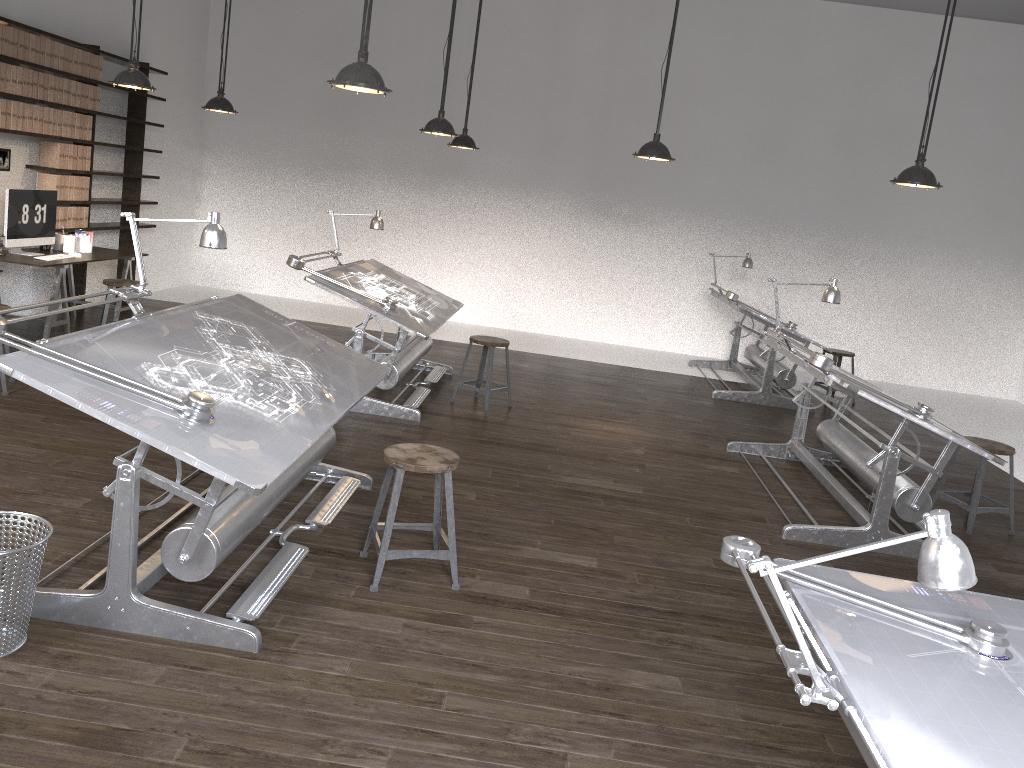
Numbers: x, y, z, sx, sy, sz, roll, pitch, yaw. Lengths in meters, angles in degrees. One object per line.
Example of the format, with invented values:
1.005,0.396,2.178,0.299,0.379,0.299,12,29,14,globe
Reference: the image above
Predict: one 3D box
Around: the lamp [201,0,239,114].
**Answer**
-2.394,-3.466,7.531,0.314,2.235,0.312,12,10,27,lamp

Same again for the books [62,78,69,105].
-3.917,-2.519,7.608,0.174,0.224,0.067,8,9,3,books

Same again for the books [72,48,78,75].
-3.876,-2.813,7.692,0.174,0.224,0.067,8,9,2,books

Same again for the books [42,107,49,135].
-3.970,-2.205,7.384,0.174,0.224,0.067,8,9,3,books

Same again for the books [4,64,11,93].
-3.974,-2.366,6.836,0.174,0.224,0.067,8,9,3,books

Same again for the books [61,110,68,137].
-3.953,-2.260,7.663,0.174,0.224,0.067,8,9,3,books

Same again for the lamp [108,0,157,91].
-2.494,-3.161,5.996,0.314,2.235,0.312,12,10,27,lamp

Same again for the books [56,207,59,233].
-4.069,-1.448,7.753,0.174,0.224,0.067,8,9,3,books

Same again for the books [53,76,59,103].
-3.932,-2.492,7.472,0.174,0.224,0.067,8,9,2,books

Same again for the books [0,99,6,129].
-4.007,-2.094,6.829,0.174,0.224,0.067,8,9,3,books

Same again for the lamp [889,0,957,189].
2.679,-2.338,5.382,0.312,2.235,0.313,5,9,-18,lamp

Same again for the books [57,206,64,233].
-4.059,-1.460,7.819,0.174,0.224,0.067,8,9,2,books

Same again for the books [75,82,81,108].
-3.905,-2.559,7.808,0.174,0.224,0.067,8,9,3,books

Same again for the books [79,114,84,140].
-3.940,-2.314,7.930,0.174,0.224,0.067,8,9,2,books

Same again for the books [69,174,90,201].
-4.002,-1.809,8.171,0.174,0.224,0.067,8,9,3,books

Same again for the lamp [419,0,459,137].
-0.411,-3.012,6.628,0.314,2.235,0.312,12,10,27,lamp

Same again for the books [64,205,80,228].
-4.047,-1.513,8.082,0.174,0.224,0.067,8,9,3,books

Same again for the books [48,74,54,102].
-3.932,-2.478,7.402,0.174,0.224,0.067,8,9,3,books

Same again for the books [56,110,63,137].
-3.961,-2.247,7.594,0.174,0.224,0.067,8,9,2,books

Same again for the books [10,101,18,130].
-3.997,-2.122,6.967,0.174,0.224,0.067,8,9,2,books

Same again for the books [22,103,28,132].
-3.995,-2.151,7.108,0.174,0.224,0.067,8,9,3,books

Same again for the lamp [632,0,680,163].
1.158,-2.695,6.149,0.314,2.248,0.312,12,10,27,lamp

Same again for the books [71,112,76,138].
-3.948,-2.287,7.797,0.174,0.224,0.067,8,9,2,books

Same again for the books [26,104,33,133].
-3.988,-2.164,7.177,0.174,0.224,0.067,8,9,3,books

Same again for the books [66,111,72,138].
-3.950,-2.275,7.735,0.174,0.224,0.067,8,9,2,books

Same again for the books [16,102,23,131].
-3.995,-2.136,7.039,0.174,0.224,0.067,8,9,2,books

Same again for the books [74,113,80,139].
-3.939,-2.300,7.863,0.174,0.224,0.067,8,9,3,books

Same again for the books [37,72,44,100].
-3.941,-2.449,7.258,0.174,0.224,0.067,8,9,2,books

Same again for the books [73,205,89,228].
-4.033,-1.539,8.215,0.174,0.224,0.067,8,9,3,books

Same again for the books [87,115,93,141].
-3.927,-2.341,8.069,0.174,0.224,0.067,8,9,3,books

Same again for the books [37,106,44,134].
-3.974,-2.190,7.313,0.174,0.224,0.067,8,9,2,books

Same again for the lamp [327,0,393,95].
-0.579,-2.500,4.057,0.314,2.235,0.312,11,10,22,lamp

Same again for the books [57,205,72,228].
-4.054,-1.486,7.947,0.174,0.224,0.067,8,9,3,books

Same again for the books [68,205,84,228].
-4.044,-1.527,8.151,0.174,0.224,0.067,8,9,3,books

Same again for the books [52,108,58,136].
-3.968,-2.234,7.525,0.174,0.224,0.067,8,9,2,books

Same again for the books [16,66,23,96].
-3.958,-2.393,6.976,0.174,0.224,0.067,8,9,2,books

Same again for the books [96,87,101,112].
-3.885,-2.625,8.143,0.174,0.224,0.067,8,9,3,books

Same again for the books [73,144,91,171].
-3.965,-2.074,8.122,0.174,0.224,0.067,8,9,3,books

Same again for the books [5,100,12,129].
-4.008,-2.110,6.903,0.174,0.224,0.067,8,9,2,books

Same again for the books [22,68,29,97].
-3.953,-2.407,7.047,0.174,0.224,0.067,8,9,3,books

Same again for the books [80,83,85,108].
-3.905,-2.573,7.878,0.174,0.224,0.067,8,9,2,books

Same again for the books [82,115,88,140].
-3.936,-2.328,8.000,0.174,0.224,0.067,8,9,2,books

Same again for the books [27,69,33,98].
-3.954,-2.420,7.110,0.174,0.224,0.067,8,9,2,books

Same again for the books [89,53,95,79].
-3.859,-2.869,7.971,0.174,0.224,0.067,8,9,2,books

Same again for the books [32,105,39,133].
-3.983,-2.179,7.251,0.174,0.224,0.067,8,9,3,books

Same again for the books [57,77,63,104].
-3.927,-2.506,7.542,0.174,0.224,0.067,8,9,2,books

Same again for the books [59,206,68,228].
-4.059,-1.474,7.885,0.174,0.224,0.067,8,9,3,books

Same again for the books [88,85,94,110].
-3.891,-2.600,8.015,0.174,0.224,0.067,8,9,2,books

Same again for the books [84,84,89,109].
-3.902,-2.587,7.947,0.174,0.224,0.067,8,9,2,books

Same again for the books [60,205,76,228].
-4.048,-1.499,8.013,0.174,0.224,0.067,8,9,2,books

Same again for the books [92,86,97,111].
-3.891,-2.613,8.081,0.174,0.224,0.067,8,9,3,books

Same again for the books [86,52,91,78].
-3.863,-2.854,7.897,0.174,0.224,0.067,8,9,2,books

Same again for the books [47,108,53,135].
-3.968,-2.219,7.456,0.174,0.224,0.067,8,9,3,books

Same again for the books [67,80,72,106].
-3.917,-2.532,7.675,0.174,0.224,0.067,8,9,2,books

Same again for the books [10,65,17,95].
-3.966,-2.379,6.904,0.174,0.224,0.067,8,9,2,books

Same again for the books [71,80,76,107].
-3.912,-2.544,7.737,0.174,0.224,0.067,8,9,2,books

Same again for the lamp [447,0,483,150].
-0.311,-3.318,8.163,0.312,2.235,0.313,5,9,-18,lamp

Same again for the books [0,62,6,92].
-3.977,-2.352,6.767,0.174,0.224,0.067,8,9,3,books

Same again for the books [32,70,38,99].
-3.951,-2.435,7.185,0.174,0.224,0.067,8,9,3,books

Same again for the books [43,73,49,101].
-3.942,-2.464,7.332,0.174,0.224,0.067,8,9,3,books
